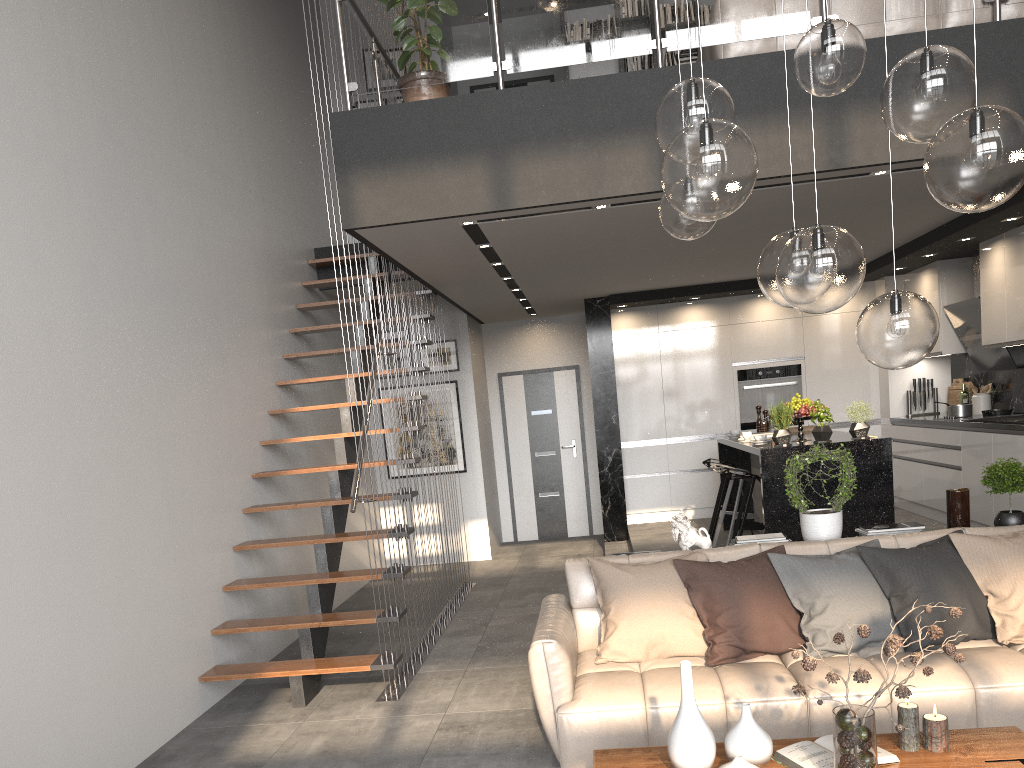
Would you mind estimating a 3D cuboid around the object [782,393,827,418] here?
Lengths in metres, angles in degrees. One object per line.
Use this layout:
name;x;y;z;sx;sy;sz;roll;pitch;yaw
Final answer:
object;2.194;0.173;6.668;0.347;0.218;0.315;-6;1;3

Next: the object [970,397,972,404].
object;4.237;0.197;8.126;0.180;0.165;0.269;-5;1;6

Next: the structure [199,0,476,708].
structure;-1.357;-1.041;6.508;1.180;6.150;3.537;-5;5;5

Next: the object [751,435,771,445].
object;1.920;0.430;6.757;0.154;0.071;0.155;-6;0;-26

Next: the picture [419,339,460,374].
picture;-0.777;-0.288;9.347;0.410;0.340;0.024;-5;7;6

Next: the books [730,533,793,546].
books;1.345;0.873;4.720;0.348;0.101;0.192;-6;0;6

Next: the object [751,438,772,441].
object;2.057;0.458;7.223;0.192;0.012;0.189;-7;-2;38

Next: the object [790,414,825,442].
object;2.202;0.340;6.682;0.364;0.191;0.367;-6;0;-31

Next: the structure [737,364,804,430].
structure;2.749;0.147;9.493;0.656;0.642;0.643;-5;3;6

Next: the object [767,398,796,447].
object;1.966;0.262;6.345;0.184;0.375;0.196;-10;7;-39

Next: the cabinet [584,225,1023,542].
cabinet;2.435;-0.046;7.349;3.625;3.289;6.130;-5;0;6

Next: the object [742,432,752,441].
object;1.971;0.439;7.332;0.083;0.072;0.077;-7;3;-35

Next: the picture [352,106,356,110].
picture;-1.490;-2.683;9.078;0.334;0.418;0.024;-5;7;6

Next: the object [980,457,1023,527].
object;2.592;0.584;4.555;0.268;0.415;0.309;-9;5;-34

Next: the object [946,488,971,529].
object;2.340;0.682;4.587;0.109;0.272;0.107;-4;6;11

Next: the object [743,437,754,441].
object;1.961;0.461;7.289;0.027;0.027;0.130;-8;0;-35

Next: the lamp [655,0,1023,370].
lamp;0.641;-2.529;2.153;1.232;5.082;1.207;-5;7;3

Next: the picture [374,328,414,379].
picture;-1.280;-0.323;9.389;0.410;0.514;0.024;-5;7;6

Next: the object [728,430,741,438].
object;2.035;0.455;7.960;0.154;0.071;0.155;-6;0;-26

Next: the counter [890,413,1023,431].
counter;3.957;0.297;7.114;0.611;0.041;3.419;-6;-2;5

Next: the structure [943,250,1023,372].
structure;4.010;-0.622;7.409;0.414;1.047;0.726;-5;4;6

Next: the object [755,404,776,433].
object;2.357;0.319;8.083;0.150;0.288;0.198;-7;5;-11

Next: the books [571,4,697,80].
books;2.282;-2.961;8.364;3.443;2.372;0.208;-5;7;6

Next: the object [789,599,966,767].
object;1.131;0.923;2.591;0.538;0.613;0.315;-7;6;-23

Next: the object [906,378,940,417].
object;4.096;0.127;8.735;0.322;0.379;0.065;-5;7;6

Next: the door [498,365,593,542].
door;0.412;0.867;10.595;0.976;2.118;0.166;-5;7;6

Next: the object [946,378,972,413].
object;4.327;0.116;8.479;0.098;0.335;0.395;-5;2;5

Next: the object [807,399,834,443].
object;2.225;0.264;6.301;0.179;0.318;0.169;-4;6;17

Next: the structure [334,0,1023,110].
structure;1.307;-1.995;6.079;4.227;0.751;3.338;-6;-1;6

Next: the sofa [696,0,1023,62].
sofa;2.257;-2.123;5.478;2.280;0.793;2.261;-6;-1;6

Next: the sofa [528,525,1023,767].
sofa;1.683;1.143;3.583;3.248;0.831;1.855;-6;0;6

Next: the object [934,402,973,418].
object;3.928;0.222;7.759;0.200;0.156;0.345;-6;0;-4

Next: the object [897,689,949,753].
object;1.357;1.107;2.893;0.154;0.214;0.076;-4;6;16

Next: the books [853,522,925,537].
books;1.992;0.802;4.647;0.325;0.100;0.202;-6;0;6

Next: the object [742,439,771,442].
object;2.017;0.467;7.263;0.228;0.003;0.226;-6;-2;6

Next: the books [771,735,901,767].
books;1.063;1.221;2.878;0.341;0.040;0.231;-5;-2;-16

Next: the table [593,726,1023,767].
table;0.988;1.419;2.669;1.454;0.360;0.887;-6;0;6

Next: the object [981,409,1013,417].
object;4.032;0.241;7.364;0.350;0.061;0.231;-5;-1;-16

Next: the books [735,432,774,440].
books;2.127;0.452;7.661;0.323;0.039;0.170;-6;-1;5

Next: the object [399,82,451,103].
object;-0.487;-2.219;4.863;0.776;1.494;0.517;-3;7;26

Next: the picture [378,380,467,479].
picture;-0.967;0.501;9.472;0.872;1.011;0.024;-5;7;6

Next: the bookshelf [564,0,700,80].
bookshelf;2.287;-2.916;8.378;3.525;2.561;0.243;-5;7;6

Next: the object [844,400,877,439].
object;2.507;0.251;6.298;0.222;0.289;0.207;-4;4;19

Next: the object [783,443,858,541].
object;1.632;0.600;4.640;0.383;0.586;0.213;-7;6;-13

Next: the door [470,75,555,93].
door;0.096;-2.426;10.168;0.976;2.118;0.166;-5;7;6

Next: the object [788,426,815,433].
object;2.638;0.418;8.058;0.291;0.031;0.396;-6;-2;5

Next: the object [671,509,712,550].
object;0.972;0.813;4.724;0.208;0.295;0.133;-4;6;25

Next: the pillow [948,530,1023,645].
pillow;2.702;0.874;3.824;1.389;0.556;0.750;-6;1;36

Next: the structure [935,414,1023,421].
structure;3.996;0.285;7.536;0.510;0.061;0.594;-6;-2;6

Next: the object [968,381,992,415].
object;4.222;0.121;7.870;0.175;0.310;0.155;-5;6;9

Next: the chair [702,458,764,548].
chair;1.911;1.036;7.410;0.435;0.746;1.708;-5;0;5

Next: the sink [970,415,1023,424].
sink;3.906;0.157;6.530;0.498;0.554;1.100;-5;0;5

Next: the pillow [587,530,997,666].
pillow;1.336;1.009;4.074;1.943;0.508;0.535;-6;3;5

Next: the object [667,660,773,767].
object;0.654;1.077;2.804;0.317;0.404;0.314;-4;4;25

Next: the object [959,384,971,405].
object;4.248;0.138;8.197;0.089;0.288;0.080;-5;7;6

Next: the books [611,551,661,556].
books;0.676;0.957;4.777;0.294;0.055;0.181;-6;-1;10
